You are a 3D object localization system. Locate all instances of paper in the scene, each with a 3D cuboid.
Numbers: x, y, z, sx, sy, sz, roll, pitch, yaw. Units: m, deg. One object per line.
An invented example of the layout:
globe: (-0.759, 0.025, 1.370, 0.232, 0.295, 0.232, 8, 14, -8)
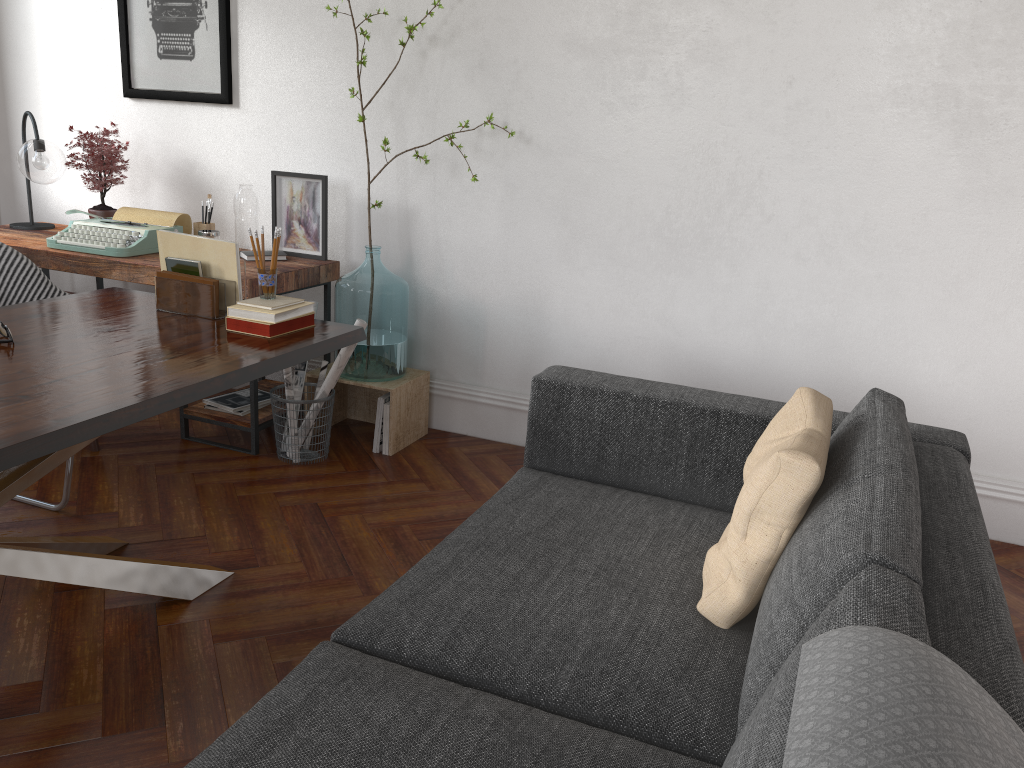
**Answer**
paper: (-0.894, -0.022, 3.724, 0.047, 0.630, 0.292, 8, 17, 13)
paper: (-0.890, 0.099, 3.574, 0.073, 0.481, 0.033, -7, 20, -31)
paper: (-0.832, 0.095, 3.752, 0.026, 0.390, 0.125, 19, 23, 41)
paper: (-0.753, 0.026, 3.587, 0.330, 0.613, 0.046, 4, 17, 1)

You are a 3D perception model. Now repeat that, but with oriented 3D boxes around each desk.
desk: (-1.359, 0.362, 2.028, 1.028, 0.756, 2.215, 10, 17, 20)
desk: (-1.749, -0.258, 4.114, 1.796, 0.762, 0.644, 10, 18, 20)

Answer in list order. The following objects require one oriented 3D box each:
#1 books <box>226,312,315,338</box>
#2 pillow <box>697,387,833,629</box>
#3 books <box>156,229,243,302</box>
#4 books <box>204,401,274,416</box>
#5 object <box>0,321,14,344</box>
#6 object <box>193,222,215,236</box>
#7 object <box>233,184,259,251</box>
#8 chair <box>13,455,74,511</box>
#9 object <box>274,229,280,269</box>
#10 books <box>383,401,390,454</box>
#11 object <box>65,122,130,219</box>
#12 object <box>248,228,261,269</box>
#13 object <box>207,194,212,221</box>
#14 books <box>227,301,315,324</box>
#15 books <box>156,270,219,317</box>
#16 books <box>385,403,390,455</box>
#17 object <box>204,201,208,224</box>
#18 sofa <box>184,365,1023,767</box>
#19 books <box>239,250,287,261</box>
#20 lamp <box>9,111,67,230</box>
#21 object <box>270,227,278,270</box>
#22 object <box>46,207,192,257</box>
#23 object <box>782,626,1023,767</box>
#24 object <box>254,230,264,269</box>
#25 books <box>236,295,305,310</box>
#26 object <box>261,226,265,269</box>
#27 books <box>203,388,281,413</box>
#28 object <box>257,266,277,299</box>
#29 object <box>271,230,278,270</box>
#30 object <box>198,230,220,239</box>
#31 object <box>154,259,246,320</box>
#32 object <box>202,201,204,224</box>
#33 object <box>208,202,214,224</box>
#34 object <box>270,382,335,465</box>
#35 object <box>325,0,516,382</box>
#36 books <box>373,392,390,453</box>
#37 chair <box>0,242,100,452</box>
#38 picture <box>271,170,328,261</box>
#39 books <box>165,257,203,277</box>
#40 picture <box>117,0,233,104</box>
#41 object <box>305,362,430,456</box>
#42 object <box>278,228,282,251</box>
books: (-0.715, -0.187, 2.640, 0.159, 0.040, 0.214, 11, 17, 22)
pillow: (0.581, 0.267, 2.026, 0.225, 0.463, 0.484, 10, 18, 20)
books: (-0.986, -0.354, 2.806, 0.309, 0.241, 0.042, 10, 18, 20)
books: (-1.178, 0.082, 3.877, 0.196, 0.014, 0.266, 10, 17, 19)
object: (-1.358, -0.136, 2.308, 0.133, 0.047, 0.114, -1, 17, -15)
object: (-1.419, -0.686, 4.094, 0.075, 0.114, 0.058, 10, 18, 20)
object: (-1.196, -0.743, 3.997, 0.111, 0.304, 0.111, -7, 20, -31)
chair: (-1.898, 0.058, 2.744, 0.744, 0.878, 0.749, 10, 18, 20)
object: (-0.703, -0.365, 2.639, 0.036, 0.196, 0.008, 15, 20, 31)
books: (-0.509, 0.177, 3.831, 0.012, 0.233, 0.169, 10, 18, 20)
object: (-1.973, -0.986, 4.238, 0.289, 0.532, 0.306, -4, 18, -23)
object: (-0.758, -0.367, 2.638, 0.049, 0.194, 0.008, 1, 17, -9)
object: (-1.402, -0.756, 4.099, 0.023, 0.240, 0.028, 9, 18, 17)
books: (-0.714, -0.222, 2.639, 0.164, 0.029, 0.206, 9, 17, 18)
books: (-1.001, -0.276, 2.736, 0.221, 0.125, 0.028, 10, 18, 20)
books: (-0.497, 0.179, 3.827, 0.012, 0.233, 0.169, 10, 18, 20)
object: (-1.419, -0.740, 4.104, 0.008, 0.208, 0.054, 6, 17, 8)
sofa: (0.188, 0.598, 1.601, 1.260, 0.834, 2.632, 10, 17, 20)
books: (-1.108, -0.566, 3.896, 0.213, 0.031, 0.128, -6, 19, -30)
lamp: (-2.260, -1.004, 4.199, 0.207, 0.553, 0.440, -13, 24, -43)
object: (-0.720, -0.374, 2.667, 0.038, 0.196, 0.008, -11, 23, -40)
object: (-1.773, -0.691, 3.943, 0.534, 0.150, 0.482, 10, 17, 19)
object: (0.429, 0.587, 0.830, 0.399, 0.390, 0.748, 10, 17, 20)
object: (-0.741, -0.360, 2.619, 0.008, 0.194, 0.049, 12, 19, 24)
books: (-0.719, -0.245, 2.648, 0.128, 0.008, 0.158, 10, 17, 21)
object: (-0.746, -0.376, 2.662, 0.008, 0.196, 0.032, -4, 19, -24)
books: (-1.177, 0.067, 3.873, 0.195, 0.014, 0.267, 14, 19, 31)
object: (-0.734, -0.303, 2.663, 0.058, 0.091, 0.058, 6, 17, 7)
object: (-0.708, -0.360, 2.627, 0.008, 0.194, 0.049, -13, 24, -43)
object: (-1.339, -0.625, 3.920, 0.093, 0.102, 0.093, 7, 17, 12)
object: (-0.975, -0.310, 2.778, 0.228, 0.167, 0.149, 10, 18, 20)
object: (-1.427, -0.738, 4.094, 0.008, 0.208, 0.054, 0, 18, -13)
object: (-1.398, -0.736, 4.092, 0.054, 0.208, 0.008, 5, 17, 4)
object: (-0.868, 0.176, 3.679, 0.261, 0.306, 0.259, 0, 17, -14)
object: (-0.382, -1.025, 3.622, 0.807, 2.071, 0.351, 4, 17, 2)
books: (-0.534, 0.158, 3.845, 0.054, 0.259, 0.186, 11, 18, 21)
chair: (-1.949, -0.189, 3.558, 0.716, 0.905, 0.544, 8, 17, 13)
picture: (-0.950, -0.752, 3.961, 0.282, 0.371, 0.022, 10, 18, 20)
books: (-1.022, -0.315, 2.785, 0.128, 0.158, 0.040, 10, 18, 20)
picture: (-1.578, -1.749, 4.135, 0.633, 0.821, 0.050, 10, 18, 20)
object: (-0.644, 0.100, 3.965, 0.434, 0.318, 0.339, 10, 18, 20)
object: (-0.710, -0.371, 2.662, 0.044, 0.195, 0.008, -9, 22, -37)
